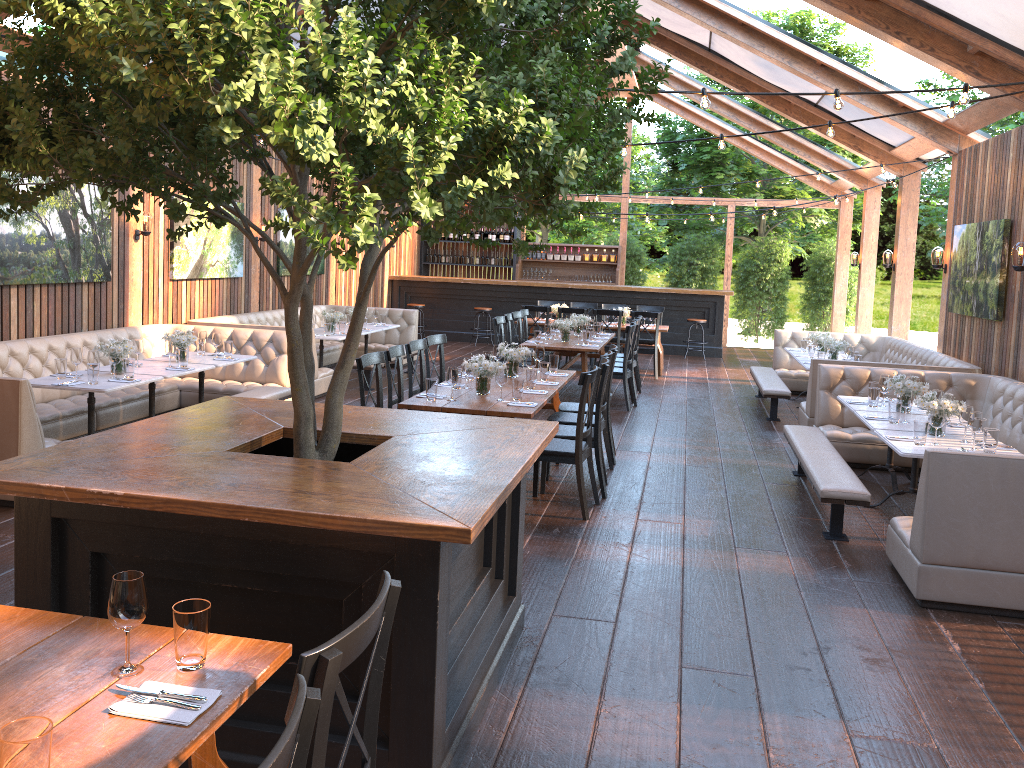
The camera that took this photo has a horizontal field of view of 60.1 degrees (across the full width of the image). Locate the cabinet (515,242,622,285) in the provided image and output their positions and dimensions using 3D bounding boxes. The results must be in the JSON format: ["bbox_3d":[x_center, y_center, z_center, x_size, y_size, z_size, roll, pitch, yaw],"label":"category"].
[{"bbox_3d":[1.223,-2.054,19.564,2.276,2.082,0.496,4,5,11],"label":"cabinet"}]

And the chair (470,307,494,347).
[{"bbox_3d":[-0.581,-1.123,17.352,0.468,0.731,0.471,2,6,-6],"label":"chair"}]

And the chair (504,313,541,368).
[{"bbox_3d":[0.113,-0.391,11.563,0.540,1.014,0.480,3,5,6],"label":"chair"}]

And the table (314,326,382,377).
[{"bbox_3d":[-2.321,-0.425,12.303,0.799,0.668,0.803,4,7,11],"label":"table"}]

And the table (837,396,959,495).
[{"bbox_3d":[3.194,0.513,7.452,0.799,0.668,0.803,4,7,10],"label":"table"}]

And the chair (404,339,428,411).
[{"bbox_3d":[-0.668,0.146,7.674,0.540,1.014,0.480,3,5,11],"label":"chair"}]

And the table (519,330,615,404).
[{"bbox_3d":[0.777,-0.241,11.726,0.951,0.725,2.446,4,8,11],"label":"table"}]

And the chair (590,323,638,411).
[{"bbox_3d":[1.248,-0.229,10.777,0.540,1.014,0.479,4,6,19],"label":"chair"}]

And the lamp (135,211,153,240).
[{"bbox_3d":[-4.029,-1.733,9.697,0.178,0.318,0.147,3,5,11],"label":"lamp"}]

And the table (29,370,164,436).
[{"bbox_3d":[-3.368,0.295,7.084,0.799,0.668,0.803,4,7,10],"label":"table"}]

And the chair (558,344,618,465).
[{"bbox_3d":[0.694,0.158,7.975,0.540,1.014,0.480,3,5,6],"label":"chair"}]

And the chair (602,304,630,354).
[{"bbox_3d":[1.740,-0.833,15.051,0.477,1.014,0.542,3,5,6],"label":"chair"}]

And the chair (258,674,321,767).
[{"bbox_3d":[-0.610,1.059,1.447,0.540,1.014,0.480,3,5,6],"label":"chair"}]

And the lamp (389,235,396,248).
[{"bbox_3d":[-2.410,-2.846,17.761,0.178,0.318,0.147,3,5,11],"label":"lamp"}]

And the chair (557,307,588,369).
[{"bbox_3d":[0.943,-0.702,13.926,0.477,1.014,0.542,3,5,6],"label":"chair"}]

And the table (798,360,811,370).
[{"bbox_3d":[3.761,0.124,10.277,0.799,0.668,0.803,4,7,10],"label":"table"}]

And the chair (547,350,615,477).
[{"bbox_3d":[0.584,0.234,7.428,0.540,1.014,0.480,4,5,14],"label":"chair"}]

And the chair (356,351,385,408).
[{"bbox_3d":[-0.888,0.297,6.577,0.540,1.014,0.480,3,5,11],"label":"chair"}]

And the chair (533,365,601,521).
[{"bbox_3d":[0.352,0.384,6.334,0.540,1.014,0.480,4,5,16],"label":"chair"}]

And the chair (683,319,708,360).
[{"bbox_3d":[3.439,-0.841,16.561,0.468,0.731,0.471,2,6,-1],"label":"chair"}]

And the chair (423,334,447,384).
[{"bbox_3d":[-0.558,0.070,8.221,0.540,1.014,0.480,4,5,16],"label":"chair"}]

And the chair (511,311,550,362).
[{"bbox_3d":[0.223,-0.466,12.111,0.540,1.014,0.480,4,5,16],"label":"chair"}]

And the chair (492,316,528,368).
[{"bbox_3d":[0.003,-0.315,11.015,0.540,1.014,0.480,3,5,11],"label":"chair"}]

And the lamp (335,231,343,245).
[{"bbox_3d":[-2.952,-2.473,15.061,0.178,0.318,0.147,3,5,11],"label":"lamp"}]

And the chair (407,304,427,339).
[{"bbox_3d":[-1.922,-1.218,17.615,0.468,0.731,0.470,4,6,18],"label":"chair"}]

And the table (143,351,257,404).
[{"bbox_3d":[-3.048,0.075,8.680,0.799,0.668,0.803,4,7,10],"label":"table"}]

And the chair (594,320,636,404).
[{"bbox_3d":[1.331,-0.307,11.337,0.540,1.014,0.480,3,5,8],"label":"chair"}]

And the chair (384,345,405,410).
[{"bbox_3d":[-0.778,0.221,7.126,0.540,1.014,0.480,3,5,6],"label":"chair"}]

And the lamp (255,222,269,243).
[{"bbox_3d":[-3.492,-2.102,12.371,0.178,0.318,0.147,3,5,11],"label":"lamp"}]

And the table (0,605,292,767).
[{"bbox_3d":[-1.311,1.194,1.322,0.951,0.725,2.446,4,8,11],"label":"table"}]

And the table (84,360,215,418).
[{"bbox_3d":[-3.208,0.185,7.882,0.799,0.668,0.803,4,7,11],"label":"table"}]

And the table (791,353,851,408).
[{"bbox_3d":[3.921,0.013,11.075,0.799,0.668,0.803,4,7,11],"label":"table"}]

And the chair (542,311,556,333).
[{"bbox_3d":[0.759,-1.029,17.088,0.467,0.731,0.471,1,6,-13],"label":"chair"}]

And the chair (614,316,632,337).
[{"bbox_3d":[2.099,-0.935,16.824,0.469,0.731,0.469,6,7,35],"label":"chair"}]

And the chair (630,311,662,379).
[{"bbox_3d":[2.041,-0.625,13.710,0.477,1.014,0.542,3,5,6],"label":"chair"}]

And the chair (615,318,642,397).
[{"bbox_3d":[1.464,-0.379,11.867,0.540,1.014,0.479,4,5,17],"label":"chair"}]

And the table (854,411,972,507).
[{"bbox_3d":[3.034,0.623,6.654,0.799,0.668,0.803,4,7,11],"label":"table"}]

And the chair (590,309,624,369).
[{"bbox_3d":[1.492,-0.663,13.818,0.478,1.014,0.542,3,5,11],"label":"chair"}]

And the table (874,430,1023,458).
[{"bbox_3d":[2.874,0.733,5.856,0.799,0.668,0.803,4,7,10],"label":"table"}]

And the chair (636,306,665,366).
[{"bbox_3d":[2.288,-0.795,14.943,0.478,1.014,0.542,4,6,16],"label":"chair"}]

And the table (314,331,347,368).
[{"bbox_3d":[-2.481,-0.315,11.504,0.799,0.668,0.803,4,7,10],"label":"table"}]

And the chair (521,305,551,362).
[{"bbox_3d":[0.394,-0.740,14.034,0.478,1.014,0.542,3,5,11],"label":"chair"}]

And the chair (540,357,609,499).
[{"bbox_3d":[0.498,0.311,6.874,0.540,1.014,0.480,3,5,6],"label":"chair"}]

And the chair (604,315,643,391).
[{"bbox_3d":[1.568,-0.455,12.416,0.540,1.014,0.480,3,5,11],"label":"chair"}]

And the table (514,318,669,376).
[{"bbox_3d":[1.308,-0.625,14.500,2.432,0.726,0.956,4,7,11],"label":"table"}]

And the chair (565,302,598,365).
[{"bbox_3d":[1.191,-0.872,15.159,0.478,1.014,0.542,3,5,11],"label":"chair"}]

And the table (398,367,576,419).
[{"bbox_3d":[-0.109,0.368,7.313,0.951,0.725,2.446,4,8,11],"label":"table"}]

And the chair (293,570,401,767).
[{"bbox_3d":[-0.547,0.980,2.004,0.540,1.014,0.480,3,5,11],"label":"chair"}]

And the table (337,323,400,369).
[{"bbox_3d":[-2.160,-0.535,13.101,0.799,0.668,0.803,4,7,10],"label":"table"}]

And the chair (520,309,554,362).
[{"bbox_3d":[0.333,-0.542,12.659,0.540,1.014,0.480,3,5,11],"label":"chair"}]

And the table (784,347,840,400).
[{"bbox_3d":[4.082,-0.097,11.873,0.799,0.668,0.803,4,7,10],"label":"table"}]

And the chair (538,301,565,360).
[{"bbox_3d":[0.642,-0.910,15.267,0.477,1.014,0.542,3,5,6],"label":"chair"}]
